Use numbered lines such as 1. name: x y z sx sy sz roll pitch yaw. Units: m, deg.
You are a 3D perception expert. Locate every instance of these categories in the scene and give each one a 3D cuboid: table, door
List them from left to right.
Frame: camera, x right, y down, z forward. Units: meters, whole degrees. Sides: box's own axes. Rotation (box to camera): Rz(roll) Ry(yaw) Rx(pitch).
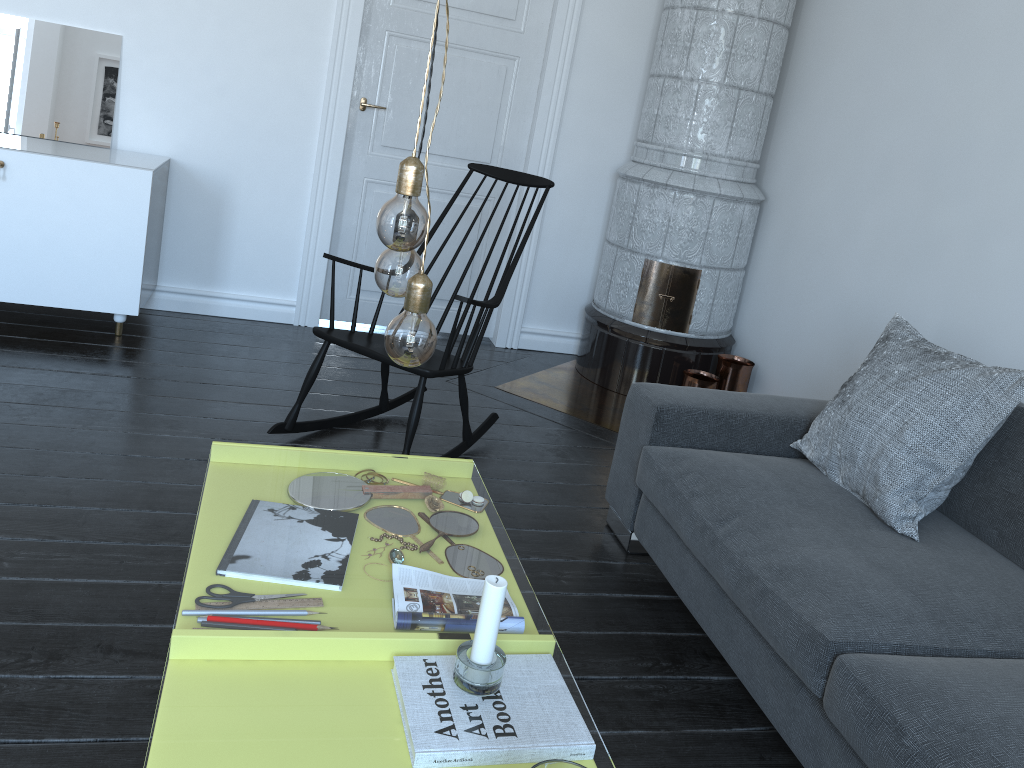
1. table: -0.251 0.581 1.420 0.598 0.390 1.444 6 17 -16
2. door: -0.323 -1.425 4.355 1.165 2.419 0.119 7 12 -16

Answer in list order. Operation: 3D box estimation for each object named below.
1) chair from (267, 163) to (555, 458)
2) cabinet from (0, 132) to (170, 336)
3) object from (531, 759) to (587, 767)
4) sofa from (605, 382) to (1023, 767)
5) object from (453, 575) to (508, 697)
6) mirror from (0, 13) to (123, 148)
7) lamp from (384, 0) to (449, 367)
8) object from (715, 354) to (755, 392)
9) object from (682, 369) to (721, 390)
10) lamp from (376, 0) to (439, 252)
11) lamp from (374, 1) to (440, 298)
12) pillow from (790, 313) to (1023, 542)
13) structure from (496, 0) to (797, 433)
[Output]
1. chair: -0.290 -0.274 3.129 0.621 0.982 0.915 17 15 27
2. cabinet: -2.150 -0.658 3.707 1.196 0.719 0.607 6 14 -16
3. object: 0.046 0.502 0.945 0.099 0.143 0.098 19 16 33
4. sofa: 1.102 0.545 1.792 1.080 0.706 2.446 6 17 -16
5. object: -0.038 0.363 1.296 0.075 0.169 0.075 15 13 18
6. mirror: -2.107 -1.340 3.858 0.693 0.491 0.055 6 12 -16
7. lamp: -0.024 -0.733 1.104 0.089 1.463 0.076 12 11 7
8. object: 1.027 0.019 4.158 0.175 0.274 0.178 7 13 -16
9. object: 0.858 0.055 4.079 0.171 0.195 0.179 4 15 -26
10. lamp: -0.028 -0.893 1.103 0.075 1.463 0.075 17 13 30
11. lamp: -0.047 -0.837 1.182 0.075 1.463 0.087 18 13 34
12. pillow: 1.262 0.354 1.714 0.477 0.480 2.118 8 17 -12
13. structure: 0.828 -1.342 4.075 0.789 2.825 1.281 17 14 27
